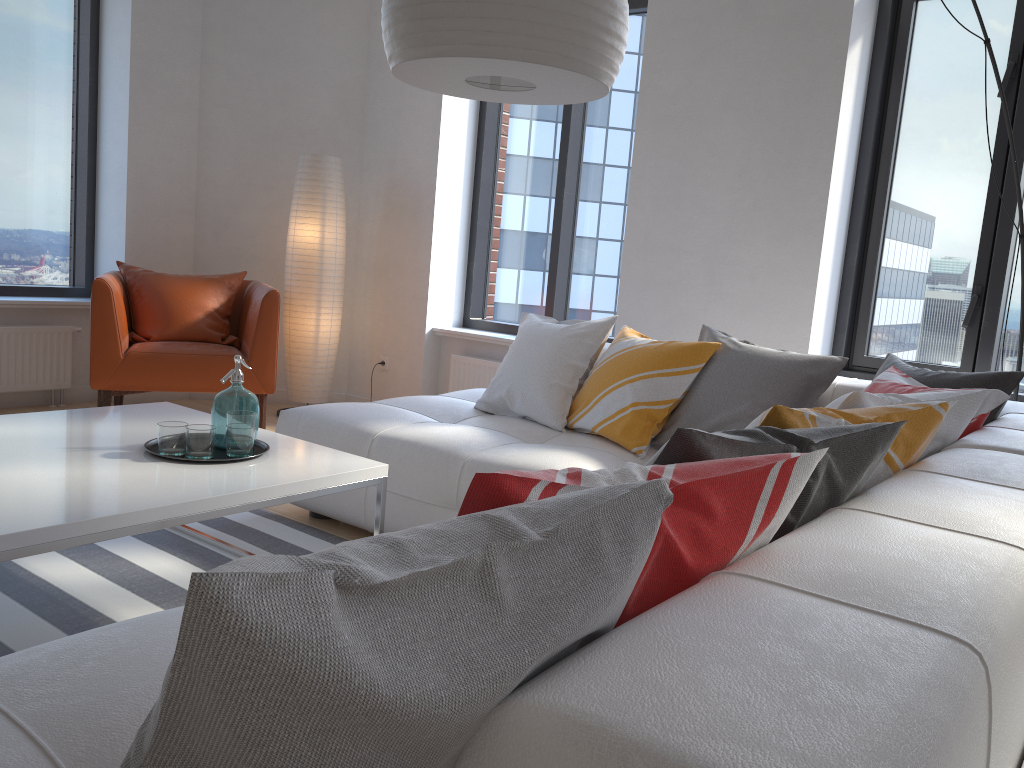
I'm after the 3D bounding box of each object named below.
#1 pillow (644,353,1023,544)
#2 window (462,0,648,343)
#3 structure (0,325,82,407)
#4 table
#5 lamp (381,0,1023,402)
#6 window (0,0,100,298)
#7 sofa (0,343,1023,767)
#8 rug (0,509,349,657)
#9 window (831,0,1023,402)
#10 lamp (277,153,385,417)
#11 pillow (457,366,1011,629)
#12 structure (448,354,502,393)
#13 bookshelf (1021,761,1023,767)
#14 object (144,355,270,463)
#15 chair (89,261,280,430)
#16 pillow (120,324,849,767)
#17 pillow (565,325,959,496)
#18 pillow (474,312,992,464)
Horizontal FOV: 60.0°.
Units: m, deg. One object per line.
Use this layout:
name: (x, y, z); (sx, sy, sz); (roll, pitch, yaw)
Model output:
pillow: (0.771, 0.187, 2.053); (0.608, 0.436, 2.120); (10, 9, 32)
window: (0.356, -1.451, 5.131); (1.310, 2.402, 0.170); (11, 10, 36)
structure: (-2.955, -0.069, 4.563); (0.110, 0.460, 1.474); (11, 10, 36)
table: (-1.123, 0.389, 2.388); (1.091, 0.435, 1.091); (11, 10, 36)
lamp: (1.182, -0.556, 2.645); (3.199, 2.647, 0.710); (2, 8, -18)
window: (-3.102, -1.666, 4.519); (0.170, 2.402, 1.960); (11, 10, 36)
sofa: (-0.148, 0.356, 2.233); (2.614, 0.732, 3.424); (11, 10, 36)
rug: (-1.185, 0.639, 2.160); (1.662, 0.016, 2.326); (11, 10, 36)
window: (2.188, -1.108, 3.781); (1.310, 2.402, 0.170); (11, 10, 36)
lamp: (-0.961, -0.543, 5.254); (0.804, 1.550, 0.502); (4, 8, -3)
pillow: (0.580, 0.233, 1.791); (0.575, 0.449, 2.250); (10, 9, 33)
structure: (0.049, 0.122, 5.062); (1.015, 0.460, 0.110); (11, 10, 36)
bookshelf: (1.179, 0.677, 1.584); (0.356, 0.500, 2.600); (11, 10, 36)
object: (-0.831, 0.053, 2.437); (0.330, 0.265, 0.330); (1, 9, -29)
chair: (-1.748, -0.194, 4.752); (0.896, 0.858, 0.843); (2, 8, -21)
pillow: (0.260, 0.159, 1.905); (0.647, 0.453, 2.953); (8, 8, 24)
pillow: (0.464, 0.111, 2.530); (0.630, 0.440, 2.095); (4, 8, -7)
pillow: (0.385, 0.044, 2.832); (0.580, 0.456, 2.156); (1, 9, -27)
